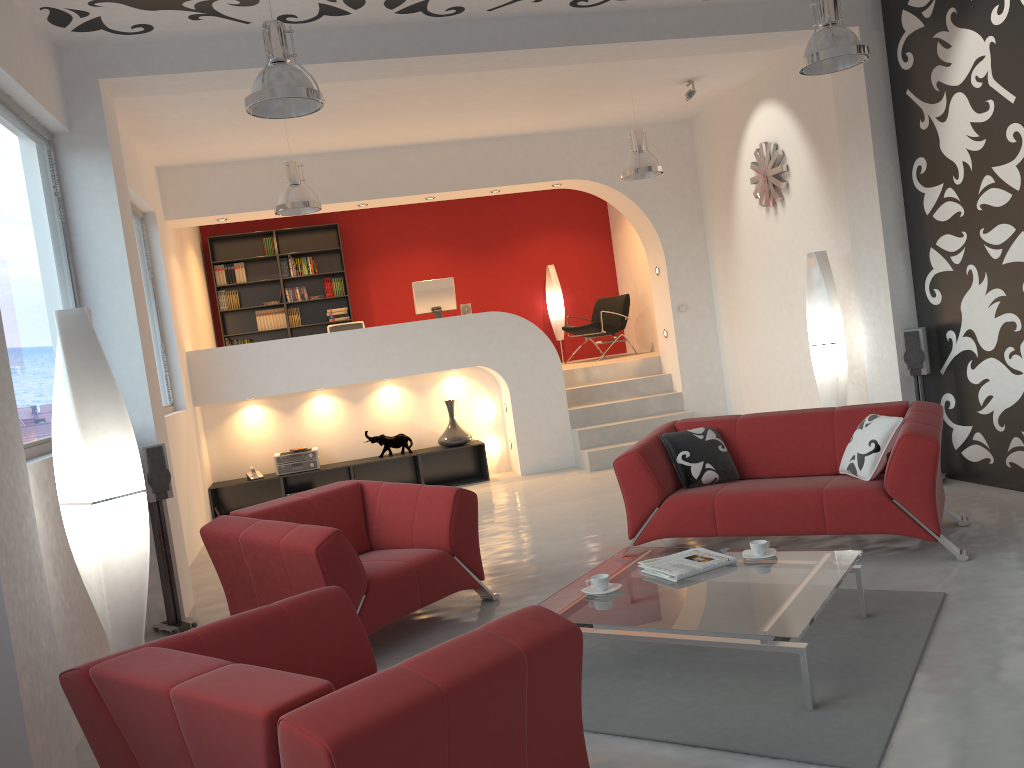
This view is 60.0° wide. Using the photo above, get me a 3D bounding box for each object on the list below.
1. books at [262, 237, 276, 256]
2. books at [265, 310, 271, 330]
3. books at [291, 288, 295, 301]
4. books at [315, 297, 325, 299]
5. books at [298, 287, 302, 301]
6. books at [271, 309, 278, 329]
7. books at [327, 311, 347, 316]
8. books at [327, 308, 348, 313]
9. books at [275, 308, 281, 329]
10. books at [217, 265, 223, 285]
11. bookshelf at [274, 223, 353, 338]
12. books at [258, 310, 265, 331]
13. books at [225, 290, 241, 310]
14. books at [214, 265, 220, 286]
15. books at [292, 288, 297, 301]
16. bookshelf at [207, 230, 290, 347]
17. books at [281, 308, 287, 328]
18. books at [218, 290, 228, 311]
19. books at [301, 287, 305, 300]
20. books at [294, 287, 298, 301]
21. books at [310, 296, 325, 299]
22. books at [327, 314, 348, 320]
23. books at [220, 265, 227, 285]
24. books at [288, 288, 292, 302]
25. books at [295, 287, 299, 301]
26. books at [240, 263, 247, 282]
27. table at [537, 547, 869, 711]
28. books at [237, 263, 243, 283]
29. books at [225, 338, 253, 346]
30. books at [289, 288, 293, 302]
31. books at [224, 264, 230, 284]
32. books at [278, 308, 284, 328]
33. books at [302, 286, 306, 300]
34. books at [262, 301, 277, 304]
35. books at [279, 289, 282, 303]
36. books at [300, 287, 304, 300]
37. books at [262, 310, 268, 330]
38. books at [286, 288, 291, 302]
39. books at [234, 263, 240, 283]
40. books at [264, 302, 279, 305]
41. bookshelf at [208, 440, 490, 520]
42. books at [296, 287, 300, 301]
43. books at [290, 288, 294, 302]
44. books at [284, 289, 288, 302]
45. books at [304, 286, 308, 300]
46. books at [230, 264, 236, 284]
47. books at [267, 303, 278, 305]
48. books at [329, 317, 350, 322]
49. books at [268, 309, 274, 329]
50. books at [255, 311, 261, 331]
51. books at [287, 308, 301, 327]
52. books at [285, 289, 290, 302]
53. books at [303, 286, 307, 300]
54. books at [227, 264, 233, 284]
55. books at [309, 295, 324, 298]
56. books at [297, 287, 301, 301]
[{"bbox_3d":[-3.131,-1.759,11.455,0.146,0.240,0.170,-9,3,-12],"label":"books"},{"bbox_3d":[-3.149,-0.823,11.461,0.040,0.260,0.200,-9,3,-12],"label":"books"},{"bbox_3d":[-2.842,-1.154,11.541,0.031,0.190,0.135,-9,3,-12],"label":"books"},{"bbox_3d":[-2.548,-1.110,11.606,0.190,0.015,0.135,-9,3,-17],"label":"books"},{"bbox_3d":[-2.755,-1.167,11.559,0.031,0.190,0.135,-9,3,-12],"label":"books"},{"bbox_3d":[-3.070,-0.835,11.477,0.040,0.260,0.200,-9,3,-12],"label":"books"},{"bbox_3d":[-2.297,-0.920,11.628,0.260,0.040,0.200,-9,3,-13],"label":"books"},{"bbox_3d":[-2.291,-0.961,11.619,0.260,0.040,0.200,-9,3,-12],"label":"books"},{"bbox_3d":[-3.030,-0.841,11.486,0.040,0.260,0.200,-9,3,-12],"label":"books"},{"bbox_3d":[-3.716,-1.376,11.324,0.040,0.260,0.200,-9,3,-12],"label":"books"},{"bbox_3d":[-2.516,-0.929,11.563,0.816,2.213,0.305,-9,3,-12],"label":"bookshelf"},{"bbox_3d":[-3.227,-0.811,11.444,0.040,0.260,0.200,-9,3,-12],"label":"books"},{"bbox_3d":[-3.574,-1.069,11.373,0.146,0.240,0.170,-9,3,-12],"label":"books"},{"bbox_3d":[-3.755,-1.370,11.315,0.040,0.260,0.200,-9,3,-12],"label":"books"},{"bbox_3d":[-2.828,-1.156,11.544,0.031,0.190,0.135,-9,3,-12],"label":"books"},{"bbox_3d":[-3.305,-0.811,11.393,0.816,2.213,0.305,-9,3,-12],"label":"bookshelf"},{"bbox_3d":[-2.952,-0.853,11.503,0.040,0.260,0.200,-9,3,-12],"label":"books"},{"bbox_3d":[-3.692,-1.059,11.349,0.090,0.256,0.181,-9,3,-12],"label":"books"},{"bbox_3d":[-2.726,-1.172,11.566,0.031,0.190,0.135,-9,3,-12],"label":"books"},{"bbox_3d":[-2.813,-1.158,11.547,0.031,0.190,0.135,-9,3,-12],"label":"books"},{"bbox_3d":[-2.544,-1.126,11.607,0.190,0.015,0.135,-9,3,-12],"label":"books"},{"bbox_3d":[-2.287,-0.881,11.632,0.260,0.040,0.200,-9,3,-12],"label":"books"},{"bbox_3d":[-3.677,-1.382,11.332,0.040,0.260,0.200,-9,3,-12],"label":"books"},{"bbox_3d":[-2.886,-1.148,11.531,0.031,0.190,0.135,-9,3,-12],"label":"books"},{"bbox_3d":[-2.799,-1.161,11.550,0.031,0.190,0.135,-9,3,-12],"label":"books"},{"bbox_3d":[-3.441,-1.418,11.383,0.040,0.260,0.200,-9,3,-12],"label":"books"},{"bbox_3d":[0.810,0.995,3.817,1.162,0.286,1.097,-6,4,33],"label":"table"},{"bbox_3d":[-3.480,-1.412,11.375,0.040,0.260,0.200,-9,3,-12],"label":"books"},{"bbox_3d":[-3.482,-0.466,11.384,0.341,0.286,0.231,-9,3,-12],"label":"books"},{"bbox_3d":[-2.871,-1.150,11.534,0.031,0.190,0.135,-9,3,-12],"label":"books"},{"bbox_3d":[-3.638,-1.388,11.341,0.040,0.260,0.200,-9,3,-12],"label":"books"},{"bbox_3d":[-2.991,-0.847,11.494,0.040,0.260,0.200,-9,3,-12],"label":"books"},{"bbox_3d":[-2.712,-1.174,11.569,0.031,0.190,0.135,-9,3,-12],"label":"books"},{"bbox_3d":[-3.133,-1.052,11.479,0.190,0.015,0.135,-9,3,-12],"label":"books"},{"bbox_3d":[-3.003,-1.128,11.506,0.063,0.187,0.135,-9,3,-12],"label":"books"},{"bbox_3d":[-2.741,-1.169,11.562,0.031,0.190,0.135,-9,3,-12],"label":"books"},{"bbox_3d":[-3.188,-0.817,11.452,0.040,0.260,0.200,-9,3,-12],"label":"books"},{"bbox_3d":[-2.900,-1.145,11.528,0.031,0.190,0.135,-9,3,-12],"label":"books"},{"bbox_3d":[-3.519,-1.406,11.366,0.040,0.260,0.200,-9,3,-12],"label":"books"},{"bbox_3d":[-3.113,-1.040,11.484,0.190,0.015,0.135,-9,3,-12],"label":"books"},{"bbox_3d":[-1.636,1.006,9.133,2.764,0.397,0.405,-9,3,-12],"label":"bookshelf"},{"bbox_3d":[-2.784,-1.163,11.553,0.031,0.190,0.135,-9,3,-12],"label":"books"},{"bbox_3d":[-2.857,-1.152,11.537,0.031,0.190,0.135,-9,3,-12],"label":"books"},{"bbox_3d":[-2.929,-1.141,11.522,0.031,0.190,0.135,-9,3,-12],"label":"books"},{"bbox_3d":[-2.683,-1.178,11.575,0.031,0.190,0.135,-9,3,-12],"label":"books"},{"bbox_3d":[-3.559,-1.400,11.358,0.040,0.260,0.200,-9,3,-12],"label":"books"},{"bbox_3d":[-3.119,-1.024,11.483,0.190,0.015,0.135,-9,3,-12],"label":"books"},{"bbox_3d":[-2.265,-0.844,11.641,0.260,0.040,0.200,-8,3,-11],"label":"books"},{"bbox_3d":[-3.109,-0.829,11.469,0.040,0.260,0.200,-9,3,-12],"label":"books"},{"bbox_3d":[-3.266,-0.805,11.435,0.040,0.260,0.200,-9,3,-12],"label":"books"},{"bbox_3d":[-2.831,-0.861,11.541,0.146,0.240,0.170,-9,3,-12],"label":"books"},{"bbox_3d":[-2.915,-1.143,11.525,0.031,0.190,0.135,-9,3,-12],"label":"books"},{"bbox_3d":[-2.697,-1.176,11.572,0.031,0.190,0.135,-9,3,-12],"label":"books"},{"bbox_3d":[-3.598,-1.394,11.349,0.040,0.260,0.200,-9,3,-12],"label":"books"},{"bbox_3d":[-2.556,-1.139,11.604,0.190,0.015,0.135,-8,3,-7],"label":"books"},{"bbox_3d":[-2.770,-1.165,11.556,0.031,0.190,0.135,-9,3,-12],"label":"books"}]
